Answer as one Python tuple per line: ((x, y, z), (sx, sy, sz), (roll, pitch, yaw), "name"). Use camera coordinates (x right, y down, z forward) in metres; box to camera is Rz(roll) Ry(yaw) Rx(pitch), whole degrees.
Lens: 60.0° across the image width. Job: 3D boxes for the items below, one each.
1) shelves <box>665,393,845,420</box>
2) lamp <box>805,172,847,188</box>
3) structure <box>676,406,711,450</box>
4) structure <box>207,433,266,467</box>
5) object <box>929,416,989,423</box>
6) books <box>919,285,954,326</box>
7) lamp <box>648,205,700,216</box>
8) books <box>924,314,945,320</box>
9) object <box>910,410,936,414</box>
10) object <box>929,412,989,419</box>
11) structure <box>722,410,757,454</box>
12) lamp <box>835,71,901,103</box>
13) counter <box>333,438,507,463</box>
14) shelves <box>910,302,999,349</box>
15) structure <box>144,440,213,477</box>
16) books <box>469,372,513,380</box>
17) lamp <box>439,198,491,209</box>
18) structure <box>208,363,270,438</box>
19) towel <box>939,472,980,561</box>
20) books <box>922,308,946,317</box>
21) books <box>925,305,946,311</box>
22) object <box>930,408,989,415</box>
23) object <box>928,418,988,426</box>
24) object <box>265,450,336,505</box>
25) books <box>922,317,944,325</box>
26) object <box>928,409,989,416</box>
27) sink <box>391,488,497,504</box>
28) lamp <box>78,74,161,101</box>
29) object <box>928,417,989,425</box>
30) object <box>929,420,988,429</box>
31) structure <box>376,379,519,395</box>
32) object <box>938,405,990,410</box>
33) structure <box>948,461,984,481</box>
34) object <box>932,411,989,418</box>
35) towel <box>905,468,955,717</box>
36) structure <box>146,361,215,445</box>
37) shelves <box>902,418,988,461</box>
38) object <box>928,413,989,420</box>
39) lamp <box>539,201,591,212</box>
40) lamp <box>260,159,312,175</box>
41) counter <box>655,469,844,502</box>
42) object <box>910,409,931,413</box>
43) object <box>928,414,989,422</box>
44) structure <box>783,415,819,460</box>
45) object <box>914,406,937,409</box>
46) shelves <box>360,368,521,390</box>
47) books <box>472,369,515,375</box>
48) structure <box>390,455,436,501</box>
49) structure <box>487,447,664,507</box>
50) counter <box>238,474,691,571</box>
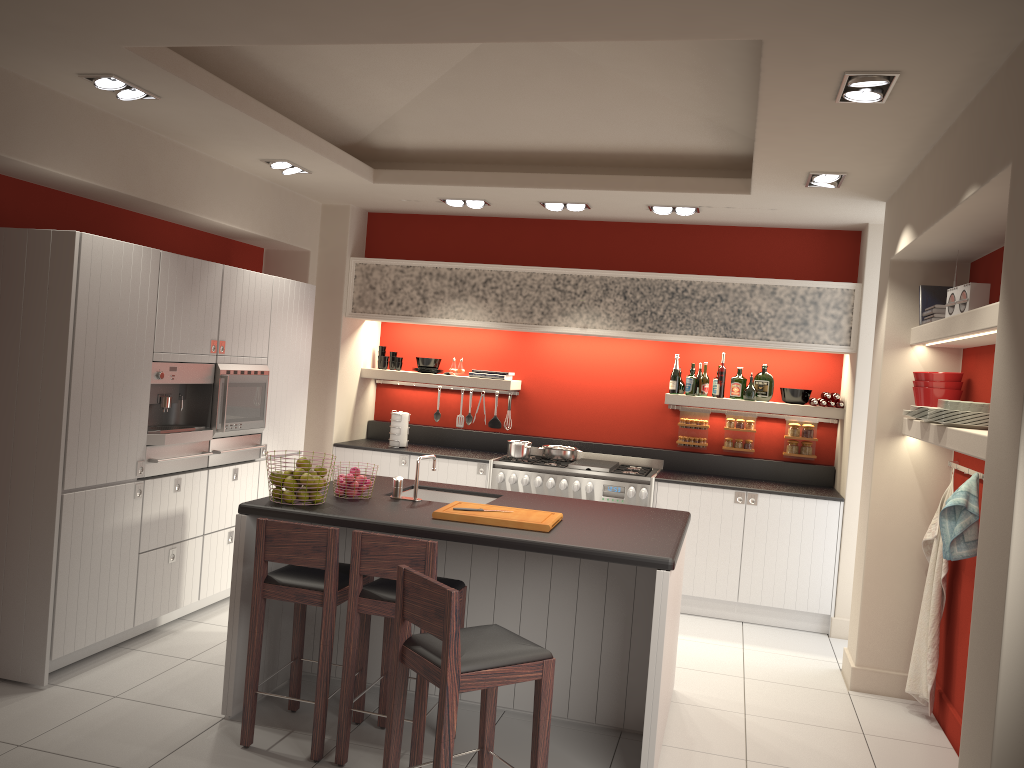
((1.951, 0.176, 7.189), (1.379, 0.083, 0.376), (5, 1, 14), "shelves")
((1.820, -1.200, 5.150), (0.199, 0.090, 0.361), (5, 1, 14), "lamp")
((1.511, 0.368, 7.392), (0.256, 0.347, 0.130), (5, 1, 14), "structure")
((-1.838, 0.436, 5.902), (0.129, 0.177, 0.617), (5, 1, 14), "structure")
((2.185, 0.179, 4.264), (0.339, 0.020, 0.339), (5, 1, 17), "object")
((2.445, -0.443, 5.079), (0.207, 0.246, 0.136), (5, 1, 14), "books")
((1.170, -1.280, 6.399), (0.361, 0.103, 0.199), (5, 1, 14), "lamp")
((2.384, -0.359, 4.835), (0.207, 0.019, 0.258), (5, 1, 15), "books")
((2.267, 0.164, 4.639), (0.339, 0.020, 0.339), (5, 1, 13), "object")
((2.186, 0.160, 4.264), (0.339, 0.020, 0.339), (5, 1, 17), "object")
((1.876, 0.399, 7.300), (0.256, 0.347, 0.130), (5, 1, 14), "structure")
((1.413, -1.197, 3.534), (0.199, 0.085, 0.361), (5, 1, 14), "lamp")
((-0.746, 0.562, 7.560), (1.360, 0.026, 0.699), (5, 1, 14), "counter")
((2.279, -0.259, 4.037), (0.437, 0.100, 2.394), (5, 1, 14), "shelves")
((-1.993, 0.438, 5.291), (0.129, 0.177, 0.617), (5, 1, 14), "structure")
((-0.185, -0.068, 7.698), (0.331, 0.042, 0.207), (5, 1, 19), "books")
((-0.359, -1.408, 6.786), (0.361, 0.109, 0.199), (5, 1, 14), "lamp")
((-1.891, 0.098, 5.912), (0.332, 0.473, 0.610), (5, 1, 14), "structure")
((2.274, 0.667, 4.472), (0.209, 0.452, 0.179), (4, 1, -36), "towel")
((2.382, -0.384, 4.848), (0.207, 0.030, 0.258), (5, 1, 14), "books")
((2.388, -0.408, 4.834), (0.207, 0.019, 0.258), (5, 1, 15), "books")
((2.188, 0.141, 4.263), (0.339, 0.020, 0.339), (5, 1, 17), "object")
((2.184, 0.192, 4.264), (0.339, 0.020, 0.339), (5, 1, 17), "object")
((-1.049, 0.461, 4.366), (0.341, 0.232, 0.341), (3, 2, -43), "object")
((2.378, -0.335, 4.849), (0.207, 0.030, 0.258), (5, 1, 14), "books")
((2.187, 0.147, 4.263), (0.339, 0.020, 0.339), (5, 1, 17), "object")
((-0.391, 0.768, 4.950), (0.567, 0.258, 0.516), (5, 1, 14), "sink")
((-1.930, -1.479, 4.379), (0.199, 0.103, 0.361), (5, 1, 14), "lamp")
((2.184, 0.186, 4.264), (0.339, 0.020, 0.339), (5, 1, 17), "object")
((2.183, 0.199, 4.264), (0.339, 0.020, 0.339), (5, 1, 17), "object")
((-0.590, 0.029, 7.996), (1.355, 0.034, 0.054), (5, 1, 14), "structure")
((2.194, 0.121, 4.280), (0.255, 0.015, 0.255), (4, 1, -5), "object")
((2.261, 0.463, 4.050), (0.063, 0.034, 2.223), (5, 1, 14), "structure")
((2.187, 0.154, 4.263), (0.339, 0.020, 0.339), (5, 1, 17), "object")
((2.343, 1.140, 4.975), (0.141, 1.362, 0.341), (5, 1, 14), "towel")
((-2.118, 0.097, 5.324), (0.453, 0.470, 0.623), (5, 1, 14), "structure")
((2.237, 0.270, 4.046), (0.437, 0.100, 2.394), (5, 1, 14), "shelves")
((2.186, 0.166, 4.264), (0.339, 0.020, 0.339), (5, 1, 17), "object")
((0.396, -1.345, 6.595), (0.361, 0.104, 0.199), (5, 1, 14), "lamp")
((-1.523, -1.474, 5.995), (0.199, 0.084, 0.361), (5, 1, 14), "lamp")
((1.826, 0.781, 6.911), (1.360, 0.026, 0.699), (5, 1, 14), "counter")
((2.267, 0.158, 4.639), (0.339, 0.020, 0.339), (5, 1, 13), "object")
((2.185, 0.173, 4.264), (0.339, 0.020, 0.339), (5, 1, 17), "object")
((2.340, 0.439, 7.183), (0.256, 0.347, 0.130), (5, 1, 14), "structure")
((2.269, 0.138, 4.639), (0.339, 0.020, 0.339), (5, 1, 13), "object")
((-0.631, -0.044, 7.841), (1.379, 0.083, 0.376), (5, 1, 14), "shelves")
((-0.161, -0.101, 7.713), (0.332, 0.026, 0.207), (5, 1, 15), "books")
((-0.530, 0.502, 4.770), (0.183, 0.249, 0.224), (5, 1, 14), "structure")
((0.491, 1.123, 7.200), (1.322, 1.085, 0.778), (5, 1, 14), "structure")
((-0.141, 0.670, 4.636), (2.054, 0.050, 1.415), (5, 1, 14), "counter")
